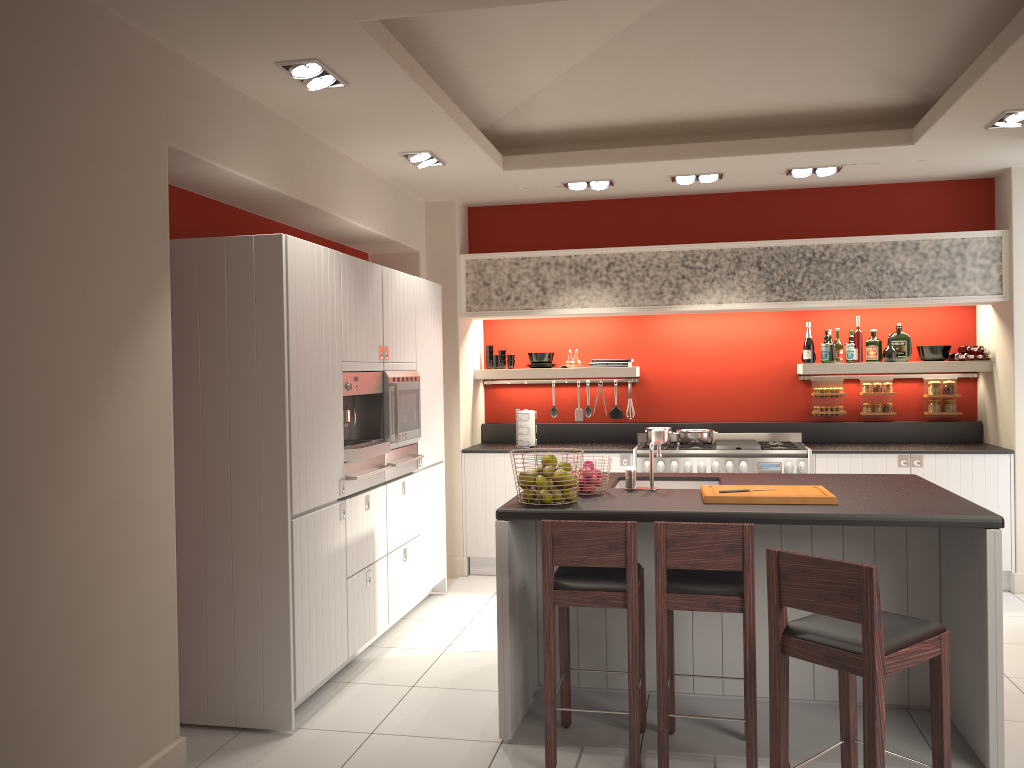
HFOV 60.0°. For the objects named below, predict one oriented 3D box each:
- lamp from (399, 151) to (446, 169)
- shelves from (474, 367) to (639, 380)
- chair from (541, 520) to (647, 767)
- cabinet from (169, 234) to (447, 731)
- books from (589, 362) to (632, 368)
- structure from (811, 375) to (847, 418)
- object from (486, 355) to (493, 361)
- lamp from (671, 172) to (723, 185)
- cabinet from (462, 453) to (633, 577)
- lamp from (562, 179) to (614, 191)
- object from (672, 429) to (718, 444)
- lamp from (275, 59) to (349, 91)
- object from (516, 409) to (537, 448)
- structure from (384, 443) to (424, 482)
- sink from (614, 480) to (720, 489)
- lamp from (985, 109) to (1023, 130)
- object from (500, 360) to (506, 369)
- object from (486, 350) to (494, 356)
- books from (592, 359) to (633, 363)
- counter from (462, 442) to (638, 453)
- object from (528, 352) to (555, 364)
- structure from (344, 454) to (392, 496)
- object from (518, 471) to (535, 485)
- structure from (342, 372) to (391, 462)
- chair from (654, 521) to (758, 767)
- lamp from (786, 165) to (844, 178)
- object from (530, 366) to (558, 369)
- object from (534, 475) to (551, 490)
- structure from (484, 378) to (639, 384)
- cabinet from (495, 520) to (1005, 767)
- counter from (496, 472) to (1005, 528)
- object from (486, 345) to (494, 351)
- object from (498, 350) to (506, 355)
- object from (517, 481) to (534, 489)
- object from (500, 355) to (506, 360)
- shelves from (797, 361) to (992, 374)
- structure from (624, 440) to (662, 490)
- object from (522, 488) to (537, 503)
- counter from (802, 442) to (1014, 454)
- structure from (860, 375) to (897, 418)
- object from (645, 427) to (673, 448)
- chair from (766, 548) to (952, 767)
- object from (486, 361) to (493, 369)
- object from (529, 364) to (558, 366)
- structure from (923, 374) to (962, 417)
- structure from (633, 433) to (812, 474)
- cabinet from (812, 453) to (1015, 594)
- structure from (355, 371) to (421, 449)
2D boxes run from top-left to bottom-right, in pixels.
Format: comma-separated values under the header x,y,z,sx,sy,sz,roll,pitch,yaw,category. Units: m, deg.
x,y,z,sx,sy,sz,roll,pitch,yaw,category
-0.569,-1.445,5.679,0.199,0.084,0.361,-1,1,12,lamp
0.379,-0.092,7.555,1.379,0.083,0.376,-1,1,12,shelves
0.362,1.052,3.796,0.383,1.008,0.474,-1,1,12,chair
-1.094,0.428,5.325,0.716,2.250,2.558,-1,1,12,cabinet
0.827,-0.161,7.432,0.331,0.042,0.207,-1,1,17,books
2.569,0.106,7.198,0.256,0.347,0.130,-1,1,12,structure
-0.193,-0.209,7.723,0.070,0.076,0.070,-1,1,-17,object
1.327,-1.498,6.361,0.361,0.104,0.199,-1,1,12,lamp
0.342,1.030,7.274,1.361,0.993,0.687,-1,1,12,cabinet
0.562,-1.486,6.519,0.361,0.109,0.199,-1,1,12,lamp
1.483,0.426,7.196,0.309,0.105,0.309,0,1,39,object
-0.906,-1.424,4.046,0.199,0.103,0.361,-1,1,12,lamp
0.110,0.360,7.205,0.163,0.304,0.168,0,1,41,object
-0.693,0.486,5.564,0.129,0.177,0.617,-1,1,12,structure
0.819,0.668,4.674,0.567,0.258,0.516,-1,1,12,sink
2.818,-1.504,4.979,0.199,0.090,0.361,-1,1,12,lamp
-0.083,-0.167,7.700,0.070,0.076,0.070,-1,1,-17,object
-0.194,-0.253,7.722,0.070,0.076,0.070,-1,1,-17,object
0.846,-0.196,7.448,0.332,0.026,0.207,-1,1,12,books
0.336,0.520,7.267,1.360,0.026,0.699,-1,1,12,counter
0.251,-0.214,7.603,0.232,0.108,0.232,-2,1,-37,object
-0.820,0.498,4.947,0.129,0.177,0.617,-1,1,12,structure
0.066,0.429,4.019,0.077,0.068,0.076,-1,1,5,object
-0.979,0.171,4.975,0.453,0.470,0.623,-1,1,12,structure
0.813,1.046,3.703,0.383,1.008,0.474,-1,1,14,chair
2.111,-1.509,6.199,0.361,0.103,0.199,-1,1,12,lamp
0.252,-0.140,7.604,0.280,0.016,0.280,-1,1,11,object
0.136,0.450,4.020,0.076,0.077,0.076,-1,1,-24,object
0.421,-0.022,7.712,1.355,0.034,0.054,-1,1,12,structure
1.074,1.076,4.377,2.034,1.011,1.423,-1,1,12,cabinet
1.072,0.543,4.371,2.054,0.050,1.415,-1,1,12,counter
-0.195,-0.297,7.722,0.070,0.076,0.070,-1,1,-17,object
-0.085,-0.255,7.700,0.070,0.076,0.070,-1,1,-17,object
0.062,0.450,4.086,0.076,0.077,0.076,-1,1,-24,object
-0.084,-0.211,7.700,0.070,0.076,0.070,-1,1,-17,object
2.996,-0.130,7.015,1.379,0.083,0.376,-1,1,12,shelves
0.662,0.415,4.490,0.183,0.249,0.224,-1,1,12,structure
0.079,0.504,4.023,0.068,0.068,0.068,-1,1,23,object
2.942,0.482,6.729,1.360,0.026,0.699,-1,1,12,counter
2.938,0.100,7.122,0.256,0.347,0.130,-1,1,12,structure
1.148,0.417,6.935,0.201,0.148,0.201,-1,1,4,object
1.165,1.051,2.974,0.474,1.008,0.383,-1,1,-38,chair
-0.192,-0.166,7.723,0.070,0.076,0.070,-1,1,-17,object
0.252,-0.157,7.604,0.280,0.016,0.280,-1,1,11,object
3.409,0.094,7.025,0.256,0.347,0.130,-1,1,12,structure
1.636,0.955,6.959,1.322,1.085,0.778,-1,1,12,structure
2.953,0.992,6.735,1.361,0.993,0.687,-1,1,12,cabinet
-0.778,0.155,5.573,0.332,0.473,0.610,-1,1,12,structure
